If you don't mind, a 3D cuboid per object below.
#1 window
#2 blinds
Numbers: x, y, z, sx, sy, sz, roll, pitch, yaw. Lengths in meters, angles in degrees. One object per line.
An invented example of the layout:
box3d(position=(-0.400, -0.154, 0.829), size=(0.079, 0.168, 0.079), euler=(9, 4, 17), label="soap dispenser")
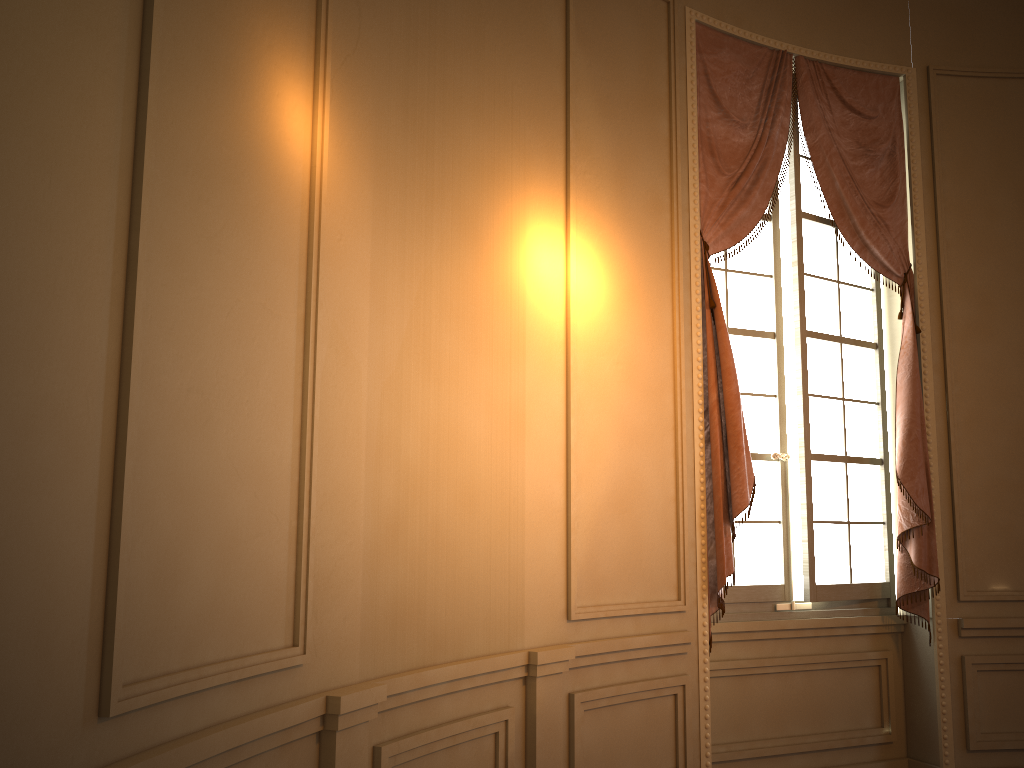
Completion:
box3d(position=(1.396, -0.258, 4.476), size=(1.331, 2.823, 0.151), euler=(4, -8, -22), label="window")
box3d(position=(1.484, -0.228, 4.263), size=(1.356, 2.962, 0.282), euler=(4, -8, -23), label="blinds")
